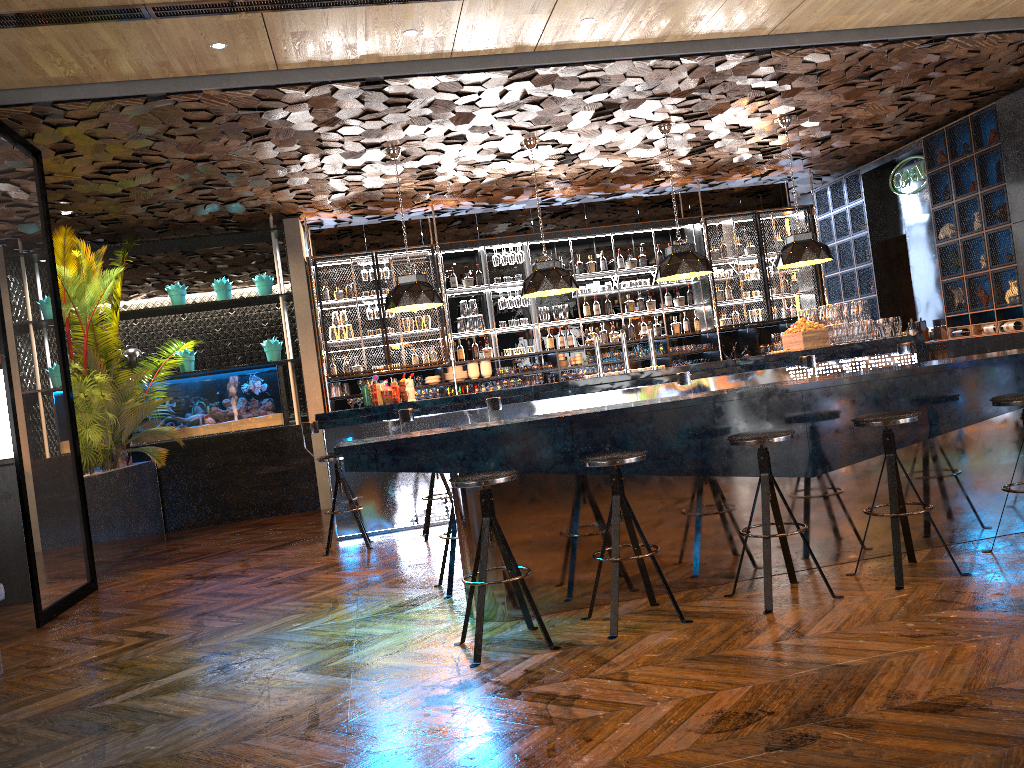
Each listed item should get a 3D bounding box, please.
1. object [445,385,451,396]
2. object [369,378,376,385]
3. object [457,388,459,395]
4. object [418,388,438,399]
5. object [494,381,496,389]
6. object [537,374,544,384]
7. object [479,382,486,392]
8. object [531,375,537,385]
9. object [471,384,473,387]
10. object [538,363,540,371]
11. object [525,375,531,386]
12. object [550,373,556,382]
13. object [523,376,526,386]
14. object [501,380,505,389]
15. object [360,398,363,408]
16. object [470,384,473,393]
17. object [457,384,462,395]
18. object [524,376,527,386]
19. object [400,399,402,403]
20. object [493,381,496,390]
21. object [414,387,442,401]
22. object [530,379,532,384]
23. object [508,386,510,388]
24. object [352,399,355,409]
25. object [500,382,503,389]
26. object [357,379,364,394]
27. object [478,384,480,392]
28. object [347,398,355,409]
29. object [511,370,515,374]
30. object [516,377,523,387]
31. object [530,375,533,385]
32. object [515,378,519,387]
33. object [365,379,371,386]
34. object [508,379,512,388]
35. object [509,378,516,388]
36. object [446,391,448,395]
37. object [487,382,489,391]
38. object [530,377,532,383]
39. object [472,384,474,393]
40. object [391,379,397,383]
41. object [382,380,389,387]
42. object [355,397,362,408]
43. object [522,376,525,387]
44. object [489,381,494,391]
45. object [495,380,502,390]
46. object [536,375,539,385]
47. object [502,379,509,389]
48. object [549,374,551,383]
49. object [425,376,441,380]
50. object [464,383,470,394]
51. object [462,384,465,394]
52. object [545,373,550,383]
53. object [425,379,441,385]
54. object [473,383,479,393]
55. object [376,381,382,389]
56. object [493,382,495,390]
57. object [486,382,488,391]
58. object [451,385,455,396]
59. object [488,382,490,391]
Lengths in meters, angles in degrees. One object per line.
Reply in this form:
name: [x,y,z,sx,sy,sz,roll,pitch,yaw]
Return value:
object: [-0.792,0.135,11.185,0.073,0.229,0.073,-7,0,-20]
object: [-1.718,0.014,10.998,0.087,0.170,0.087,-8,0,42]
object: [-0.682,0.121,11.358,0.073,0.229,0.073,-7,0,-20]
object: [-1.098,0.177,11.400,0.376,0.227,0.186,-7,0,-11]
object: [-0.176,0.063,11.363,0.082,0.213,0.082,-7,0,-28]
object: [0.384,-0.013,11.380,0.092,0.218,0.092,-8,0,42]
object: [-0.362,0.087,11.244,0.082,0.213,0.082,-8,0,20]
object: [0.291,-0.006,11.334,0.071,0.226,0.071,-7,0,-37]
object: [-0.471,0.101,11.406,0.082,0.213,0.082,-8,0,41]
object: [0.362,-0.221,11.635,0.095,0.096,0.095,-7,0,8]
object: [0.214,0.005,11.362,0.071,0.226,0.071,-7,0,-37]
object: [0.544,-0.034,11.422,0.071,0.217,0.071,-7,0,-1]
object: [0.189,0.008,11.538,0.071,0.226,0.071,-7,0,-37]
object: [-0.092,0.050,11.418,0.084,0.216,0.084,-7,0,3]
object: [-1.920,0.283,11.208,0.091,0.227,0.091,-8,0,44]
object: [-0.489,0.104,11.494,0.082,0.213,0.082,-7,0,-32]
object: [-0.652,0.116,11.227,0.073,0.229,0.073,-7,0,-20]
object: [0.199,0.007,11.445,0.071,0.226,0.071,-7,0,-37]
object: [-1.372,0.252,11.109,0.074,0.146,0.065,-7,0,-33]
object: [-0.189,0.064,11.452,0.082,0.213,0.082,-7,0,-21]
object: [-1.068,0.173,11.206,0.376,0.227,0.186,-7,0,-11]
object: [0.273,0.002,11.606,0.092,0.218,0.092,-8,0,42]
object: [-0.025,0.041,11.560,0.084,0.216,0.084,-7,0,-10]
object: [-1.998,0.293,11.084,0.091,0.227,0.091,-8,0,30]
object: [-0.116,0.053,11.551,0.084,0.216,0.084,-8,0,30]
object: [-1.868,0.034,10.985,0.087,0.170,0.087,-8,0,42]
object: [-0.394,0.091,11.507,0.082,0.213,0.082,-8,0,21]
object: [-1.984,0.291,10.976,0.091,0.227,0.091,-8,0,43]
object: [0.016,-0.151,11.332,0.049,0.048,0.044,-8,0,34]
object: [0.104,0.024,11.312,0.084,0.216,0.084,-8,0,33]
object: [0.279,-0.004,11.414,0.071,0.226,0.071,-7,0,-37]
object: [0.081,0.027,11.448,0.084,0.216,0.084,-8,0,33]
object: [-1.792,0.024,11.078,0.087,0.170,0.087,-8,0,42]
object: [-0.002,0.038,11.428,0.084,0.216,0.084,-7,0,-16]
object: [0.016,0.035,11.298,0.084,0.216,0.084,-7,0,6]
object: [-0.814,0.138,11.439,0.073,0.229,0.073,-7,0,-20]
object: [-0.285,0.077,11.436,0.082,0.213,0.082,-8,0,23]
object: [0.283,0.000,11.499,0.092,0.218,0.092,-8,0,42]
object: [-0.460,0.100,11.320,0.082,0.213,0.082,-7,0,-17]
object: [-1.462,0.001,11.055,0.074,0.131,0.074,-7,0,4]
object: [-1.578,0.015,11.048,0.081,0.132,0.081,-7,0,-37]
object: [-1.891,0.279,10.989,0.091,0.227,0.091,-8,0,14]
object: [0.167,0.011,11.614,0.071,0.226,0.071,-7,0,-37]
object: [-0.259,0.073,11.260,0.082,0.213,0.082,-8,0,24]
object: [-0.169,0.061,11.272,0.082,0.213,0.082,-8,0,21]
object: [0.334,-0.006,11.617,0.092,0.218,0.092,-8,0,42]
object: [-0.077,0.047,11.285,0.084,0.216,0.084,-7,0,-21]
object: [0.493,-0.027,11.537,0.071,0.217,0.071,-7,0,-1]
object: [-0.997,-0.067,11.197,0.211,0.060,0.209,-8,0,35]
object: [-0.556,0.104,11.238,0.073,0.229,0.073,-7,0,-20]
object: [-0.618,0.112,11.302,0.073,0.229,0.073,-7,0,-20]
object: [0.477,-0.025,11.451,0.071,0.217,0.071,-7,0,-1]
object: [-0.993,-0.026,11.196,0.209,0.060,0.211,-8,0,40]
object: [-0.449,0.098,11.230,0.082,0.213,0.082,-8,0,20]
object: [-1.667,0.027,11.087,0.081,0.132,0.081,-7,0,-37]
object: [-0.200,0.066,11.539,0.082,0.213,0.082,-7,0,-18]
object: [-0.296,0.079,11.525,0.082,0.213,0.082,-7,0,-9]
object: [-0.744,0.128,11.264,0.073,0.229,0.073,-7,0,-20]
object: [-0.271,0.075,11.347,0.082,0.213,0.082,-7,0,-30]
